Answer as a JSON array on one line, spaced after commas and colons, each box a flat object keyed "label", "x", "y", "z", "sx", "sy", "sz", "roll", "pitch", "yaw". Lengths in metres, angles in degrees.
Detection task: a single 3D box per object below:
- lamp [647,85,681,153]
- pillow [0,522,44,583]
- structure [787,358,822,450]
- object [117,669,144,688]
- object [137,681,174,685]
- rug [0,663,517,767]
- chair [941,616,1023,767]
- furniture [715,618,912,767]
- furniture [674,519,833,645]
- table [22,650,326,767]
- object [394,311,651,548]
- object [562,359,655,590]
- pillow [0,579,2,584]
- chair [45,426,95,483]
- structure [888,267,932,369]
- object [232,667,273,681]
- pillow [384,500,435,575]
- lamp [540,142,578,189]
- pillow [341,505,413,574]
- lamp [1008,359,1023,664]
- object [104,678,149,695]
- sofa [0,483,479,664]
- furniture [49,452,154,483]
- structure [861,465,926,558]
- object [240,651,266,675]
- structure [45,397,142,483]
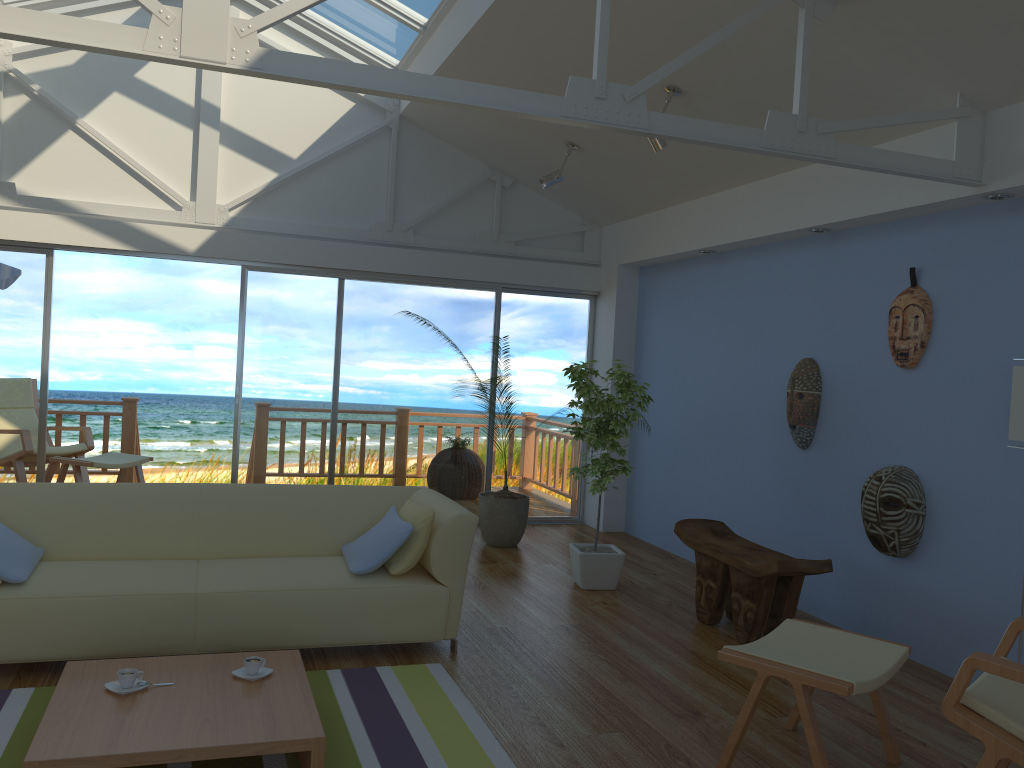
[{"label": "lamp", "x": 0.808, "y": -1.437, "z": 4.820, "sx": 0.195, "sy": 0.351, "sz": 0.127, "roll": 3, "pitch": 1, "yaw": -1}, {"label": "pillow", "x": -2.135, "y": 0.667, "z": 3.712, "sx": 0.272, "sy": 0.244, "sz": 0.566, "roll": 3, "pitch": 1, "yaw": -22}, {"label": "structure", "x": 1.680, "y": 0.114, "z": 5.202, "sx": 0.115, "sy": 0.541, "sz": 0.254, "roll": 3, "pitch": 1, "yaw": -19}, {"label": "object", "x": -1.261, "y": 0.969, "z": 2.918, "sx": 0.062, "sy": 0.049, "sz": 0.078, "roll": 4, "pitch": 1, "yaw": 17}, {"label": "object", "x": -1.182, "y": 0.991, "z": 2.940, "sx": 0.119, "sy": 0.021, "sz": 0.025, "roll": 3, "pitch": 2, "yaw": -28}, {"label": "rug", "x": -1.078, "y": 1.216, "z": 2.894, "sx": 2.100, "sy": 0.018, "sz": 1.400, "roll": 3, "pitch": 1, "yaw": -19}, {"label": "chair", "x": 1.742, "y": 0.899, "z": 2.485, "sx": 0.859, "sy": 0.982, "sz": 0.632, "roll": 4, "pitch": 2, "yaw": 41}, {"label": "furniture", "x": 1.048, "y": 1.123, "z": 3.080, "sx": 0.449, "sy": 0.427, "sz": 0.619, "roll": 4, "pitch": 2, "yaw": 41}, {"label": "furniture", "x": 1.220, "y": 1.055, "z": 4.677, "sx": 0.329, "sy": 0.507, "sz": 1.100, "roll": 3, "pitch": 1, "yaw": -19}, {"label": "table", "x": -1.065, "y": 1.109, "z": 2.878, "sx": 0.800, "sy": 0.198, "sz": 0.800, "roll": 3, "pitch": 1, "yaw": -19}, {"label": "object", "x": 0.059, "y": 0.352, "z": 6.492, "sx": 1.706, "sy": 1.695, "sz": 1.563, "roll": 3, "pitch": 2, "yaw": -28}, {"label": "object", "x": 0.556, "y": 0.548, "z": 5.439, "sx": 0.495, "sy": 1.409, "sz": 0.699, "roll": 4, "pitch": 1, "yaw": 24}, {"label": "pillow", "x": -2.221, "y": 0.626, "z": 3.672, "sx": 0.275, "sy": 0.312, "sz": 0.571, "roll": 3, "pitch": 1, "yaw": -22}, {"label": "chair", "x": -4.053, "y": 0.457, "z": 7.430, "sx": 0.859, "sy": 0.982, "sz": 0.632, "roll": 4, "pitch": 1, "yaw": 26}, {"label": "structure", "x": 1.988, "y": -0.331, "z": 4.458, "sx": 0.063, "sy": 0.508, "sz": 0.264, "roll": 3, "pitch": 1, "yaw": -19}, {"label": "object", "x": -0.905, "y": 1.009, "z": 3.093, "sx": 0.118, "sy": 0.016, "sz": 0.118, "roll": 4, "pitch": 1, "yaw": 26}, {"label": "pillow", "x": -0.532, "y": 0.707, "z": 4.252, "sx": 0.201, "sy": 0.311, "sz": 0.559, "roll": 3, "pitch": 1, "yaw": -19}, {"label": "lamp", "x": 0.323, "y": -1.507, "z": 6.137, "sx": 0.254, "sy": 0.327, "sz": 0.118, "roll": 3, "pitch": 1, "yaw": -2}, {"label": "pillow", "x": -0.656, "y": 0.738, "z": 4.222, "sx": 0.272, "sy": 0.244, "sz": 0.566, "roll": 3, "pitch": 1, "yaw": -17}, {"label": "lamp", "x": 2.112, "y": 0.623, "z": 3.571, "sx": 0.200, "sy": 1.520, "sz": 0.200, "roll": 3, "pitch": 1, "yaw": -19}, {"label": "object", "x": -1.264, "y": 0.993, "z": 2.911, "sx": 0.118, "sy": 0.016, "sz": 0.118, "roll": 4, "pitch": 2, "yaw": 37}, {"label": "sofa", "x": -1.449, "y": 0.813, "z": 4.093, "sx": 2.448, "sy": 0.597, "sz": 0.950, "roll": 3, "pitch": 1, "yaw": -19}, {"label": "furniture", "x": -3.261, "y": 0.788, "z": 7.044, "sx": 0.449, "sy": 0.427, "sz": 0.619, "roll": 4, "pitch": 1, "yaw": 26}, {"label": "structure", "x": 1.873, "y": 0.642, "z": 4.465, "sx": 0.185, "sy": 0.466, "sz": 0.359, "roll": 3, "pitch": 1, "yaw": -19}, {"label": "object", "x": -0.897, "y": 0.971, "z": 3.099, "sx": 0.062, "sy": 0.077, "sz": 0.086, "roll": 4, "pitch": 2, "yaw": 41}, {"label": "structure", "x": -3.107, "y": 1.032, "z": 8.665, "sx": 6.950, "sy": 2.064, "sz": 4.086, "roll": 3, "pitch": 1, "yaw": -19}]
